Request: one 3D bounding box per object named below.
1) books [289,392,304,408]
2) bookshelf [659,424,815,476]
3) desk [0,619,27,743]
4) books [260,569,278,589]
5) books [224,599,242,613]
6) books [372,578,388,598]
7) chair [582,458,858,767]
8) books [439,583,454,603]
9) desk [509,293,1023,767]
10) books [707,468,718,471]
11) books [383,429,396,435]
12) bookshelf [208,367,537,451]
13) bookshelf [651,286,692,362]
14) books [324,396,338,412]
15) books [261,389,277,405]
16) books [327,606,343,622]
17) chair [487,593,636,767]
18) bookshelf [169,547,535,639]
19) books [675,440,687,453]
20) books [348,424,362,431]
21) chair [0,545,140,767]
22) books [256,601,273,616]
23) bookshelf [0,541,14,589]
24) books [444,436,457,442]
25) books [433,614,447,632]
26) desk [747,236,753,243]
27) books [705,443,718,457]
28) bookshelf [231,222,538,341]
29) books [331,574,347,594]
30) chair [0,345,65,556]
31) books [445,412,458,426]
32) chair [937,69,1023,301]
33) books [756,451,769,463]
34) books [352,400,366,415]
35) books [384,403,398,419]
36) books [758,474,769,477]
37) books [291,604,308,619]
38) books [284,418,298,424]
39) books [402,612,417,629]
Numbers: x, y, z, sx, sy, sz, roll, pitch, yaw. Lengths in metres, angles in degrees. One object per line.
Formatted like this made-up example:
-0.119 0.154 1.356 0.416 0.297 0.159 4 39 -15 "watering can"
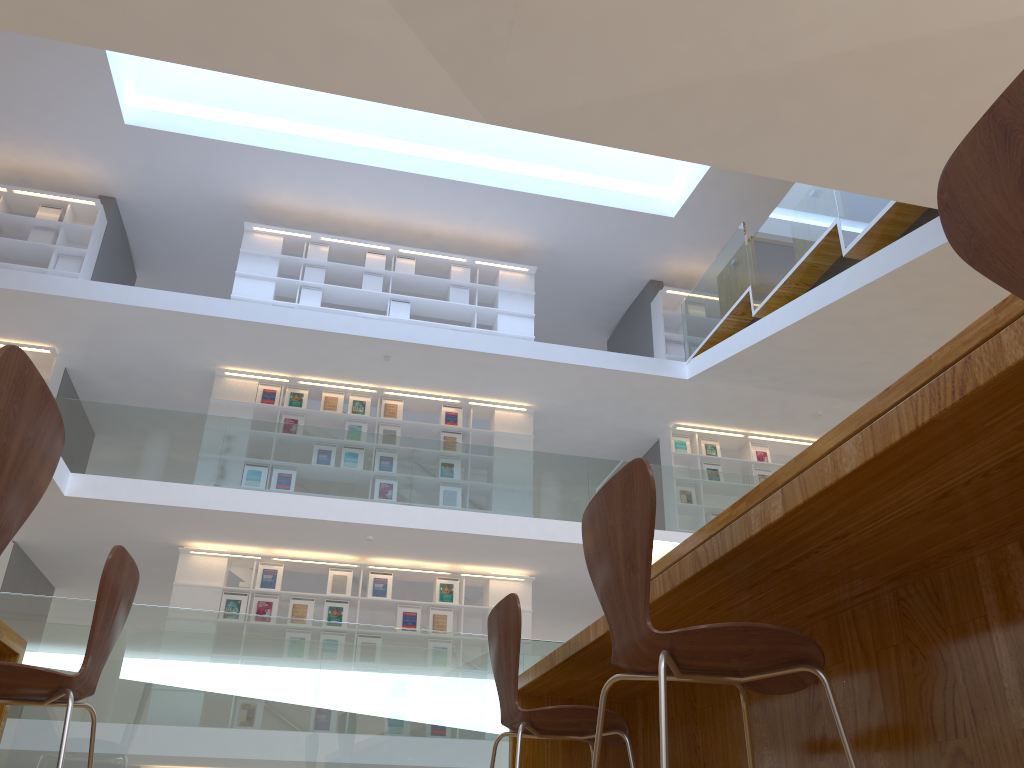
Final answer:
-2.429 0.190 9.976 0.145 0.210 0.037 7 -28 -11 "books"
3.363 1.531 10.928 2.984 1.836 0.498 7 -28 -11 "bookshelf"
-1.884 0.321 1.027 1.527 0.785 3.243 7 -28 -11 "desk"
-2.473 1.986 9.024 0.145 0.210 0.037 7 -28 -11 "books"
-2.779 2.246 8.812 0.145 0.210 0.037 7 -28 -11 "books"
-1.375 2.126 9.242 0.145 0.210 0.037 7 -28 -11 "books"
0.350 0.530 1.597 0.381 0.693 0.428 7 -28 -11 "chair"
-0.693 2.214 9.377 0.145 0.210 0.037 7 -28 -11 "books"
0.959 0.530 1.938 1.248 1.022 3.216 7 -28 -11 "desk"
2.467 1.132 10.856 0.145 0.210 0.037 7 -28 -11 "books"
-1.387 0.612 10.032 0.145 0.210 0.037 7 -28 -11 "books"
-1.566 0.908 9.950 3.666 1.836 0.498 7 -28 -11 "bookshelf"
3.401 -0.249 11.870 2.984 1.836 0.498 7 -28 -11 "bookshelf"
-2.055 0.236 10.055 0.145 0.210 0.037 7 -28 -11 "books"
-2.723 0.153 9.921 0.145 0.210 0.037 7 -28 -11 "books"
-1.797 2.366 9.004 0.145 0.210 0.037 7 -28 -11 "books"
0.128 0.969 2.434 0.381 0.693 0.428 7 -28 -11 "chair"
-1.605 2.716 8.992 3.666 1.836 0.498 7 -28 -11 "bookshelf"
2.087 0.787 10.939 0.145 0.210 0.037 7 -28 -11 "books"
-1.768 0.555 9.961 0.145 0.210 0.037 7 -28 -11 "books"
-1.148 0.740 2.061 0.381 0.693 0.428 7 -28 -11 "chair"
-2.481 2.280 8.871 0.145 0.210 0.037 7 -28 -11 "books"
-6.438 2.101 8.028 2.984 1.836 0.498 7 -28 -11 "bookshelf"
-0.711 0.698 10.170 0.145 0.210 0.037 7 -28 -11 "books"
-0.750 2.501 9.215 0.145 0.210 0.037 7 -28 -11 "books"
3.860 -0.854 9.416 3.196 0.606 0.760 7 -28 -11 "desk"
2.477 0.840 11.015 0.145 0.210 0.037 7 -28 -11 "books"
-1.527 -0.873 10.893 3.666 1.836 0.498 7 -28 -11 "bookshelf"
-1.784 2.075 9.160 0.145 0.210 0.037 7 -28 -11 "books"
-0.925 0.301 1.223 0.381 0.693 0.428 7 -28 -11 "chair"
-0.705 0.420 10.317 0.145 0.210 0.037 7 -28 -11 "books"
0.643 0.030 0.639 0.381 0.693 0.428 7 -28 -11 "chair"
3.146 0.939 11.141 0.145 0.210 0.037 7 -28 -11 "books"
-1.748 0.281 10.113 0.145 0.210 0.037 7 -28 -11 "books"
-1.393 0.320 10.187 0.145 0.210 0.037 7 -28 -11 "books"
3.134 1.219 10.987 0.145 0.210 0.037 7 -28 -11 "books"
-2.144 2.324 8.938 0.145 0.210 0.037 7 -28 -11 "books"
-2.455 0.479 9.821 0.145 0.210 0.037 7 -28 -11 "books"
-1.057 2.459 9.155 0.145 0.210 0.037 7 -28 -11 "books"
